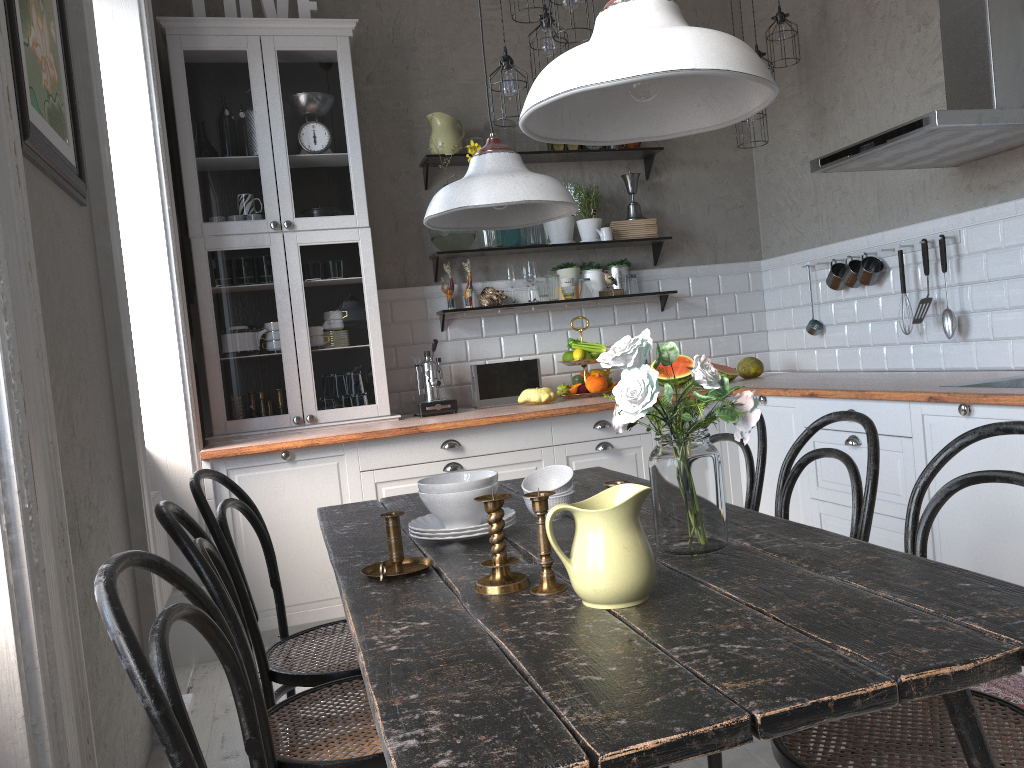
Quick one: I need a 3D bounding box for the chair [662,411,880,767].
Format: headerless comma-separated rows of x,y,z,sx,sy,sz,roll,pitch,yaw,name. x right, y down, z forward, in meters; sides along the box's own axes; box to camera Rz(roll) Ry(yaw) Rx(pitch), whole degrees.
0.558,0.546,1.971,0.553,0.921,0.435,-6,2,-8,chair

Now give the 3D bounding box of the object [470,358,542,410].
-0.026,-0.002,4.557,0.356,0.226,0.087,-6,2,-17,object

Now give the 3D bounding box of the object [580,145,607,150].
0.425,-1.339,4.867,0.143,0.174,0.140,-6,2,-16,object

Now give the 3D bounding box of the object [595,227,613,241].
0.508,-0.807,4.788,0.105,0.071,0.063,-5,2,14,object

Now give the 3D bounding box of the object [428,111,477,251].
-0.322,-1.020,4.551,0.331,0.674,0.341,-4,3,43,object

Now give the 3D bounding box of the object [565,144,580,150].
0.323,-1.295,4.785,0.083,0.113,0.082,-6,2,-6,object

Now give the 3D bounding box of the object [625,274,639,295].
0.654,-0.545,4.857,0.079,0.108,0.076,-7,2,-22,object

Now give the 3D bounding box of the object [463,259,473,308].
-0.228,-0.523,4.652,0.052,0.264,0.062,-5,2,21,object

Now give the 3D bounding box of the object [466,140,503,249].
-0.135,-0.971,4.562,0.194,0.540,0.276,-7,2,-24,object

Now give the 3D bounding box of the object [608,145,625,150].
0.561,-1.311,4.807,0.094,0.096,0.074,-6,2,-15,object

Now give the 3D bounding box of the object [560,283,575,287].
0.299,-0.510,4.720,0.077,0.051,0.077,-6,2,3,object

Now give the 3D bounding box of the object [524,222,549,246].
0.123,-0.832,4.698,0.124,0.206,0.125,-6,2,7,object

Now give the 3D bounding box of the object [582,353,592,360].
0.381,-0.132,4.586,0.064,0.061,0.066,-6,2,-16,object

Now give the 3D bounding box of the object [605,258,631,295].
0.602,-0.593,4.959,0.161,0.213,0.151,-7,2,-18,object

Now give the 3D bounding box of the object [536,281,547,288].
0.172,-0.515,4.804,0.078,0.083,0.078,-6,2,2,object

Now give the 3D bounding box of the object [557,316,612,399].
0.373,-0.143,4.640,0.358,0.426,0.345,-7,3,-31,object

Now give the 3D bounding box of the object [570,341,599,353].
0.399,-0.194,4.690,0.180,0.096,0.088,-6,2,4,object

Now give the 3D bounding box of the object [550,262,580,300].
0.297,-0.564,4.849,0.160,0.217,0.153,-7,3,-36,object

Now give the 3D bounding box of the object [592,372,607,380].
0.449,-0.022,4.613,0.088,0.078,0.088,-5,2,11,object

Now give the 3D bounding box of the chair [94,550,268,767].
-0.205,0.650,1.206,0.553,0.921,0.435,-6,2,-8,chair

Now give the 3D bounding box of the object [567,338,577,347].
0.321,-0.214,4.601,0.074,0.058,0.050,-7,3,-39,object

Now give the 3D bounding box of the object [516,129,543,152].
0.090,-1.325,4.823,0.137,0.220,0.142,-4,3,34,object

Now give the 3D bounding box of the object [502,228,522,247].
-0.017,-0.803,4.748,0.127,0.172,0.125,-6,2,-12,object

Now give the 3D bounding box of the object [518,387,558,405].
0.126,0.060,4.395,0.199,0.083,0.187,-6,2,-15,object

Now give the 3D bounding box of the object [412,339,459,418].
-0.386,-0.031,4.358,0.208,0.370,0.349,-6,2,-15,object

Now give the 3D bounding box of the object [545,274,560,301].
0.222,-0.512,4.741,0.080,0.139,0.077,-8,3,-43,object

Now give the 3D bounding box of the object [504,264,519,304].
0.001,-0.529,4.737,0.083,0.217,0.080,-7,3,-30,object

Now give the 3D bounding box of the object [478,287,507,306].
-0.114,-0.460,4.662,0.180,0.111,0.094,-7,3,-38,object

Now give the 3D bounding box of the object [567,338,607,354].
0.388,-0.200,4.617,0.212,0.101,0.066,-6,2,-10,object

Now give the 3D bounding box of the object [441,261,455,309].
-0.333,-0.512,4.637,0.054,0.264,0.060,-8,3,-45,object

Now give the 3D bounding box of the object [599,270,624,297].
0.542,-0.550,4.842,0.098,0.147,0.121,-4,3,42,object

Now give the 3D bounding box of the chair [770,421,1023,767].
0.696,0.550,1.462,0.556,0.921,0.432,-7,2,-18,chair

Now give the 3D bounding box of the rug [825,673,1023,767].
1.193,0.912,2.614,0.745,0.014,1.274,-6,2,-15,rug

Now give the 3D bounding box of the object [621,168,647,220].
0.671,-1.046,4.925,0.133,0.288,0.128,-7,3,-31,object

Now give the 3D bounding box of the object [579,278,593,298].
0.397,-0.517,4.806,0.079,0.108,0.076,-7,2,-22,object

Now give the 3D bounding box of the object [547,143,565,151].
0.237,-1.285,4.763,0.084,0.113,0.082,-6,2,-16,object

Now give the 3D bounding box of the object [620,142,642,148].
0.650,-1.474,4.886,0.259,0.397,0.242,-5,2,9,object

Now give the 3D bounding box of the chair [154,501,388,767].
-0.349,0.646,1.736,0.556,0.921,0.432,-7,2,-18,chair

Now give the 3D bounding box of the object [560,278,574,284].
0.297,-0.535,4.719,0.078,0.051,0.076,-7,2,-30,object

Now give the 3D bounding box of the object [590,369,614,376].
0.472,-0.055,4.694,0.129,0.056,0.058,-7,2,-24,object

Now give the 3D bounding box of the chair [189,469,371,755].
-0.454,0.640,2.206,0.551,0.921,0.436,-6,2,-3,chair

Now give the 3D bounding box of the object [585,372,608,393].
0.430,-0.006,4.530,0.109,0.111,0.115,-4,3,42,object

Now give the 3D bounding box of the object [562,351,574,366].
0.311,-0.133,4.626,0.097,0.078,0.099,-7,2,-29,object

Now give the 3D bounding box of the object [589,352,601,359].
0.427,-0.137,4.635,0.077,0.062,0.098,-8,3,-43,object

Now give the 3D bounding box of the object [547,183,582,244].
0.273,-0.927,4.835,0.244,0.354,0.234,-6,2,2,object

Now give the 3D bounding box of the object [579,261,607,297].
0.445,-0.576,4.903,0.172,0.214,0.149,-5,2,14,object

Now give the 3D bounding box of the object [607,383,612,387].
0.455,0.010,4.733,0.214,0.044,0.054,-5,2,22,object

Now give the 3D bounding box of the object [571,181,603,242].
0.413,-0.953,4.823,0.166,0.380,0.188,-4,3,35,object

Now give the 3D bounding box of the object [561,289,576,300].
0.303,-0.476,4.722,0.078,0.051,0.076,-7,2,-23,object

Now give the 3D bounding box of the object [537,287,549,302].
0.176,-0.482,4.805,0.078,0.083,0.078,-6,2,2,object

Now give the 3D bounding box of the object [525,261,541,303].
0.111,-0.538,4.674,0.083,0.217,0.080,-7,3,-30,object

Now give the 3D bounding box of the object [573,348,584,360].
0.343,-0.150,4.559,0.059,0.069,0.079,-6,2,4,object

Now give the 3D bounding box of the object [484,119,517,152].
-0.057,-1.288,4.681,0.169,0.184,0.174,-5,2,23,object

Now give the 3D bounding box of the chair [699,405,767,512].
0.453,0.540,2.439,0.556,0.921,0.432,-7,2,-18,chair

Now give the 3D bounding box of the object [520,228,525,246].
0.105,-0.864,4.847,0.132,0.264,0.130,-6,2,-10,object

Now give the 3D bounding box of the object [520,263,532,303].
0.086,-0.538,4.759,0.083,0.217,0.080,-7,3,-30,object

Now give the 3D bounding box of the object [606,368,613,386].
0.500,-0.051,4.695,0.061,0.120,0.126,-5,2,9,object

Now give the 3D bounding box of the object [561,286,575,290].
0.301,-0.493,4.721,0.078,0.051,0.076,-7,2,-23,object
